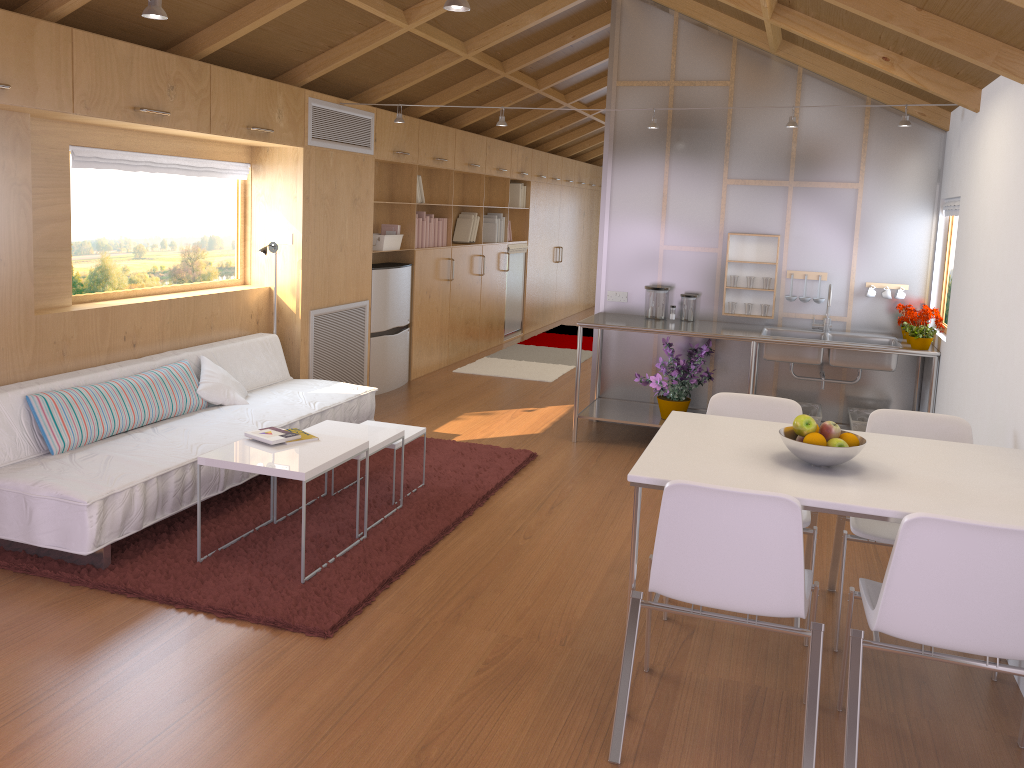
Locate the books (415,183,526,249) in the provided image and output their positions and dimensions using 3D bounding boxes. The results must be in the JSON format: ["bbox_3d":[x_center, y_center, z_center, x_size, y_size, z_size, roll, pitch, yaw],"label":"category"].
[{"bbox_3d":[-0.396,-1.731,8.817,0.189,0.651,3.138,5,11,17],"label":"books"}]

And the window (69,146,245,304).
[{"bbox_3d":[-1.997,-0.914,5.075,0.035,0.782,1.510,5,11,17],"label":"window"}]

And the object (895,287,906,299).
[{"bbox_3d":[2.446,-0.572,5.565,0.059,0.079,0.063,5,9,18],"label":"object"}]

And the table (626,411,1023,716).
[{"bbox_3d":[1.027,0.605,2.808,1.211,0.735,0.907,6,10,18],"label":"table"}]

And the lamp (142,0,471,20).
[{"bbox_3d":[-0.337,-1.088,2.391,3.836,0.151,0.073,6,8,18],"label":"lamp"}]

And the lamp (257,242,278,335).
[{"bbox_3d":[-1.518,-0.308,5.637,0.182,1.185,0.257,2,7,-6],"label":"lamp"}]

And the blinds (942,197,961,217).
[{"bbox_3d":[2.547,-1.019,5.090,0.048,0.110,0.731,5,11,17],"label":"blinds"}]

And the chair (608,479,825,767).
[{"bbox_3d":[0.613,0.621,2.532,0.532,0.778,0.551,5,9,18],"label":"chair"}]

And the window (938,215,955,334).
[{"bbox_3d":[2.571,-0.677,5.119,0.026,0.787,0.731,5,9,17],"label":"window"}]

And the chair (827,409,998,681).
[{"bbox_3d":[1.462,0.523,3.207,0.532,0.778,0.551,5,9,18],"label":"chair"}]

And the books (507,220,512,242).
[{"bbox_3d":[-0.107,-1.724,9.758,0.176,0.293,0.282,5,9,18],"label":"books"}]

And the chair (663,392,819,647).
[{"bbox_3d":[0.898,0.462,3.389,0.532,0.778,0.551,5,9,18],"label":"chair"}]

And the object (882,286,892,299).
[{"bbox_3d":[2.370,-0.577,5.584,0.059,0.080,0.063,6,9,25],"label":"object"}]

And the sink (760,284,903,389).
[{"bbox_3d":[1.961,-0.294,5.471,0.811,0.634,0.568,6,9,18],"label":"sink"}]

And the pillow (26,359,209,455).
[{"bbox_3d":[-1.840,0.088,4.246,0.171,0.249,1.051,5,11,17],"label":"pillow"}]

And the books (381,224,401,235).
[{"bbox_3d":[-0.983,-1.184,7.093,0.150,0.190,0.089,5,8,18],"label":"books"}]

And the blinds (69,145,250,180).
[{"bbox_3d":[-1.934,-1.242,5.019,0.048,0.110,1.511,5,11,17],"label":"blinds"}]

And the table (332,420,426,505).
[{"bbox_3d":[-0.674,0.394,4.514,0.342,0.305,0.373,6,10,18],"label":"table"}]

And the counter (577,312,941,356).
[{"bbox_3d":[1.509,-0.331,5.590,2.113,0.021,0.656,6,12,18],"label":"counter"}]

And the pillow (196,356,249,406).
[{"bbox_3d":[-1.572,-0.015,4.812,0.267,0.249,0.349,-1,10,-18],"label":"pillow"}]

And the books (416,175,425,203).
[{"bbox_3d":[-0.850,-1.667,7.422,0.176,0.293,0.282,5,9,18],"label":"books"}]

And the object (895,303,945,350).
[{"bbox_3d":[2.414,-0.349,5.267,0.233,0.232,0.694,6,11,18],"label":"object"}]

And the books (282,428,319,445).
[{"bbox_3d":[-0.954,0.228,3.832,0.153,0.016,0.194,-8,15,-42],"label":"books"}]

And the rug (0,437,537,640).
[{"bbox_3d":[-1.137,0.552,4.475,1.889,0.020,2.504,6,12,17],"label":"rug"}]

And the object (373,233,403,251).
[{"bbox_3d":[-1.021,-1.121,6.980,0.203,0.121,0.353,6,11,17],"label":"object"}]

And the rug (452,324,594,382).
[{"bbox_3d":[0.483,-0.385,9.545,0.918,0.011,3.757,6,12,17],"label":"rug"}]

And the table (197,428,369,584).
[{"bbox_3d":[-0.941,0.481,3.692,0.486,0.434,0.529,6,10,18],"label":"table"}]

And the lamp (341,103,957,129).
[{"bbox_3d":[0.662,-1.646,5.406,3.836,0.151,0.073,6,8,18],"label":"lamp"}]

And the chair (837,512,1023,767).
[{"bbox_3d":[1.178,0.682,2.350,0.532,0.778,0.551,5,9,18],"label":"chair"}]

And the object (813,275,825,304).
[{"bbox_3d":[1.981,-0.608,5.693,0.075,0.181,0.075,-4,10,-40],"label":"object"}]

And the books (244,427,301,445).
[{"bbox_3d":[-1.025,0.220,3.781,0.194,0.016,0.153,11,14,37],"label":"books"}]

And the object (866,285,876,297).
[{"bbox_3d":[2.282,-0.589,5.617,0.059,0.079,0.063,5,9,18],"label":"object"}]

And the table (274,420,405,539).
[{"bbox_3d":[-0.798,0.428,4.131,0.425,0.379,0.463,6,10,18],"label":"table"}]
